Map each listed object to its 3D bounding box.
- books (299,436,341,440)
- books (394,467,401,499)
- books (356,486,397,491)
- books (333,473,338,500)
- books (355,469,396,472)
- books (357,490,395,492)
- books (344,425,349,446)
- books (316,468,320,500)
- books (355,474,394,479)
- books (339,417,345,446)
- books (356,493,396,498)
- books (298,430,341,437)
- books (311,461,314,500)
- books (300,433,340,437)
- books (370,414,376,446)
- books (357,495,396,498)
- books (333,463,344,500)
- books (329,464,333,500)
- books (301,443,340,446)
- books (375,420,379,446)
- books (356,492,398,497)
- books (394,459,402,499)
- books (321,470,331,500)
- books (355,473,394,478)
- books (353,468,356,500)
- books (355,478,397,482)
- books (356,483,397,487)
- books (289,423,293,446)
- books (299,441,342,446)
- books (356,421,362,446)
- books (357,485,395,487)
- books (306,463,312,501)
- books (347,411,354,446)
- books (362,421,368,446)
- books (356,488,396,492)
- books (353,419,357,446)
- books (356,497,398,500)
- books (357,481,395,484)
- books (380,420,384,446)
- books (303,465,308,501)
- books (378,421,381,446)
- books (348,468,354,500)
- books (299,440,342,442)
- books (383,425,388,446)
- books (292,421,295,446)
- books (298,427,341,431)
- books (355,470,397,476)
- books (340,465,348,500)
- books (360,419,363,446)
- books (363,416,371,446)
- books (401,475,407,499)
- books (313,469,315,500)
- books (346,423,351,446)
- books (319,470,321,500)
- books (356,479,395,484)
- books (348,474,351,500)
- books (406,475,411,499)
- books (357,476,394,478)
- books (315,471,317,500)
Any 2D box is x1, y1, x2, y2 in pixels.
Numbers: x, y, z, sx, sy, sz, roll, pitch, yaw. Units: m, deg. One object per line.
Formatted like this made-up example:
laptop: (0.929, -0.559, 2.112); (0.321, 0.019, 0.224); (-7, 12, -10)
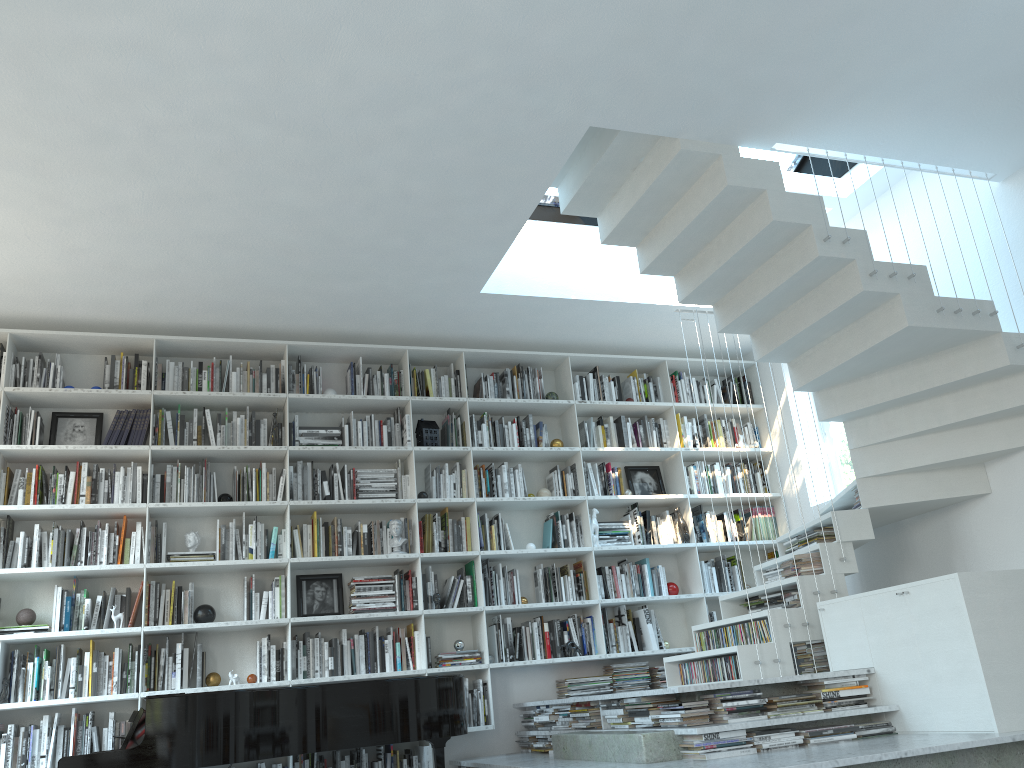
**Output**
books: (-1.328, 0.397, 6.109); (0.285, 0.024, 0.160); (0, -21, -15)
books: (-0.797, 0.723, 6.170); (0.012, 0.253, 0.161); (1, -21, -20)
books: (-0.949, 0.736, 6.128); (0.285, 0.012, 0.160); (1, -21, -19)
books: (-1.205, 0.732, 6.026); (0.024, 0.216, 0.148); (1, -21, -20)
books: (-0.960, 0.620, 6.166); (0.285, 0.012, 0.160); (1, -21, -18)
books: (-0.946, 0.757, 6.118); (0.254, 0.012, 0.161); (1, -21, -18)
books: (-1.163, 0.402, 6.161); (0.025, 0.187, 0.194); (1, -21, -20)
books: (-1.318, 0.713, 5.991); (0.014, 0.249, 0.173); (1, -21, -20)
books: (-0.957, 0.654, 6.154); (0.254, 0.012, 0.161); (1, -21, -18)
books: (-1.185, 0.372, 6.170); (0.012, 0.253, 0.161); (1, -21, -20)
books: (-0.944, 0.781, 6.112); (0.254, 0.012, 0.161); (2, -21, -21)
books: (-1.335, 0.353, 6.131); (0.285, 0.024, 0.160); (1, -21, -18)
books: (-1.356, 0.689, 5.987); (0.011, 0.299, 0.180); (1, -21, -20)
books: (-1.331, 0.375, 6.119); (0.254, 0.025, 0.161); (3, -22, -23)
books: (-0.992, 0.370, 6.241); (0.023, 0.268, 0.185); (1, -21, -20)
books: (-0.944, 0.793, 6.110); (0.254, 0.012, 0.161); (2, -21, -20)
books: (-1.183, 0.699, 6.050); (0.049, 0.290, 0.163); (1, -21, -20)
books: (-1.232, 0.702, 6.036); (0.022, 0.284, 0.131); (1, -21, -20)
books: (-1.327, 0.437, 6.099); (0.254, 0.012, 0.161); (3, -21, -22)
books: (-0.965, 0.390, 6.233); (0.023, 0.222, 0.191); (1, -21, -20)
books: (-0.944, 0.768, 6.112); (0.285, 0.012, 0.160); (3, -21, -22)
books: (-0.794, 0.699, 6.199); (0.012, 0.317, 0.140); (1, -21, -20)
books: (-1.267, 0.719, 6.002); (0.066, 0.236, 0.154); (1, -21, -20)
books: (-0.959, 0.644, 6.162); (0.254, 0.012, 0.161); (2, -21, -20)
books: (-1.089, 0.715, 6.057); (0.013, 0.246, 0.177); (1, -21, -20)
books: (-0.955, 0.679, 6.148); (0.285, 0.012, 0.160); (2, -21, -21)
books: (-0.950, 0.711, 6.132); (0.285, 0.012, 0.160); (1, -21, -17)
books: (-1.513, 0.384, 6.036); (0.027, 0.200, 0.168); (1, -21, -20)
books: (-1.328, 0.426, 6.103); (0.285, 0.012, 0.160); (3, -21, -22)
books: (-1.077, 0.392, 6.199); (0.027, 0.215, 0.191); (1, -21, -20)
books: (-0.950, 0.724, 6.132); (0.254, 0.012, 0.161); (1, -21, -19)
books: (-1.377, 0.693, 5.987); (0.029, 0.294, 0.151); (1, -21, -20)
books: (-1.124, 0.354, 6.181); (0.011, 0.283, 0.191); (1, -21, -20)
books: (-1.041, 0.393, 6.215); (0.028, 0.218, 0.184); (1, -21, -20)
books: (-0.947, 0.746, 6.122); (0.254, 0.012, 0.161); (2, -21, -21)
books: (-1.112, 0.382, 6.193); (0.021, 0.236, 0.172); (1, -21, -20)
books: (-0.942, 0.804, 6.105); (0.285, 0.012, 0.160); (1, -21, -19)
books: (-0.951, 0.700, 6.136); (0.254, 0.012, 0.161); (3, -21, -22)
books: (-0.931, 0.389, 6.253); (0.012, 0.229, 0.159); (1, -21, -20)
books: (-1.395, 0.700, 5.957); (0.025, 0.265, 0.186); (1, -21, -20)
books: (-0.943, 0.391, 6.255); (0.010, 0.229, 0.153); (1, -21, -20)
books: (-1.106, 0.720, 6.062); (0.015, 0.244, 0.183); (1, -21, -20)
books: (-1.330, 0.416, 6.109); (0.285, 0.012, 0.160); (2, -21, -21)
books: (-0.908, 0.408, 6.249); (0.029, 0.187, 0.176); (1, -21, -20)
books: (-1.499, 0.381, 6.057); (0.013, 0.217, 0.141); (1, -21, -20)
books: (-1.339, 0.332, 6.144); (0.285, 0.024, 0.160); (2, -21, -20)
books: (-0.957, 0.628, 6.156); (0.285, 0.012, 0.160); (4, -22, -24)
books: (-1.144, 0.705, 6.046); (0.021, 0.268, 0.192); (1, -21, -20)
books: (-1.064, 0.383, 6.221); (0.012, 0.243, 0.132); (1, -21, -20)
books: (-1.023, 0.375, 6.251); (0.029, 0.272, 0.141); (1, -21, -20)
books: (-0.768, 0.755, 6.183); (0.029, 0.197, 0.172); (1, -21, -20)
books: (-1.344, 0.712, 5.985); (0.011, 0.251, 0.153); (1, -21, -20)
books: (-1.151, 0.396, 6.201); (0.024, 0.222, 0.129); (1, -21, -20)
books: (-1.306, 0.718, 5.994); (0.011, 0.238, 0.148); (1, -21, -20)
books: (-0.953, 0.689, 6.142); (0.254, 0.012, 0.161); (1, -21, -18)
books: (-1.126, 0.736, 6.059); (0.024, 0.215, 0.133); (1, -21, -20)
books: (-0.742, 0.755, 6.199); (0.030, 0.204, 0.159); (1, -21, -20)
books: (-0.953, 0.664, 6.144); (0.254, 0.012, 0.161); (0, -21, -15)
books: (-1.332, 0.722, 5.987); (0.014, 0.232, 0.147); (1, -21, -20)
